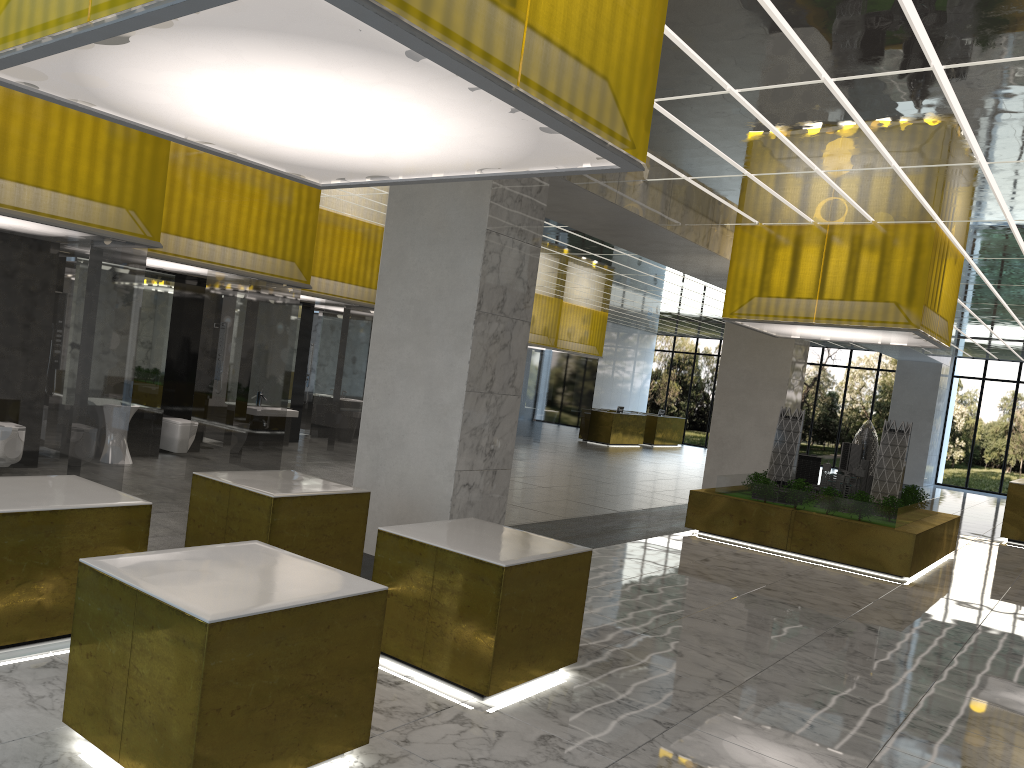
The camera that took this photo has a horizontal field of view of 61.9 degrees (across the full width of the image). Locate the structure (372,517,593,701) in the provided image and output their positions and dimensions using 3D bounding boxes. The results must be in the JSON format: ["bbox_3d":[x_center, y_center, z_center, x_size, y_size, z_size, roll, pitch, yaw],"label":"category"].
[{"bbox_3d":[-0.300,1.960,7.664,1.445,1.176,1.358,8,2,37],"label":"structure"}]

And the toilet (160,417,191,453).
[{"bbox_3d":[-7.283,1.119,18.557,0.889,0.695,0.480,8,2,37],"label":"toilet"}]

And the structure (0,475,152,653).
[{"bbox_3d":[-4.146,1.493,7.313,1.445,1.176,1.358,8,2,37],"label":"structure"}]

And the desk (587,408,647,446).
[{"bbox_3d":[4.104,1.983,40.803,3.405,1.511,3.277,8,1,37],"label":"desk"}]

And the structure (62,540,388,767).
[{"bbox_3d":[-1.839,1.794,5.503,1.445,1.176,1.358,8,2,37],"label":"structure"}]

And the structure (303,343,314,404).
[{"bbox_3d":[-6.235,-0.321,25.592,0.238,1.858,0.425,9,3,28],"label":"structure"}]

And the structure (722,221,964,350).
[{"bbox_3d":[6.308,-2.050,16.117,3.444,2.274,3.053,8,2,37],"label":"structure"}]

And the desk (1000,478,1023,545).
[{"bbox_3d":[14.559,3.457,21.573,3.405,1.511,3.277,8,1,37],"label":"desk"}]

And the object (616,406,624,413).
[{"bbox_3d":[4.930,1.365,40.166,0.583,0.669,0.705,9,2,37],"label":"object"}]

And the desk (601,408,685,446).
[{"bbox_3d":[6.704,2.264,44.454,3.405,1.511,3.277,8,1,37],"label":"desk"}]

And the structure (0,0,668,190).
[{"bbox_3d":[-1.174,-2.859,5.612,3.444,2.274,3.052,8,2,37],"label":"structure"}]

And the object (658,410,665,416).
[{"bbox_3d":[7.554,1.649,43.850,0.583,0.669,0.705,9,2,36],"label":"object"}]

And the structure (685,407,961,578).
[{"bbox_3d":[6.535,1.884,17.268,4.098,2.576,4.842,8,2,37],"label":"structure"}]

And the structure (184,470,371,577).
[{"bbox_3d":[-2.609,1.659,9.470,1.445,1.176,1.358,8,2,37],"label":"structure"}]

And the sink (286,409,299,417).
[{"bbox_3d":[-6.207,0.613,21.634,0.926,1.055,1.304,9,2,36],"label":"sink"}]

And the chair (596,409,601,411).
[{"bbox_3d":[4.303,2.002,40.714,1.194,1.497,0.971,8,2,21],"label":"chair"}]

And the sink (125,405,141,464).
[{"bbox_3d":[-7.676,0.958,16.692,0.773,1.463,0.637,9,3,37],"label":"sink"}]
